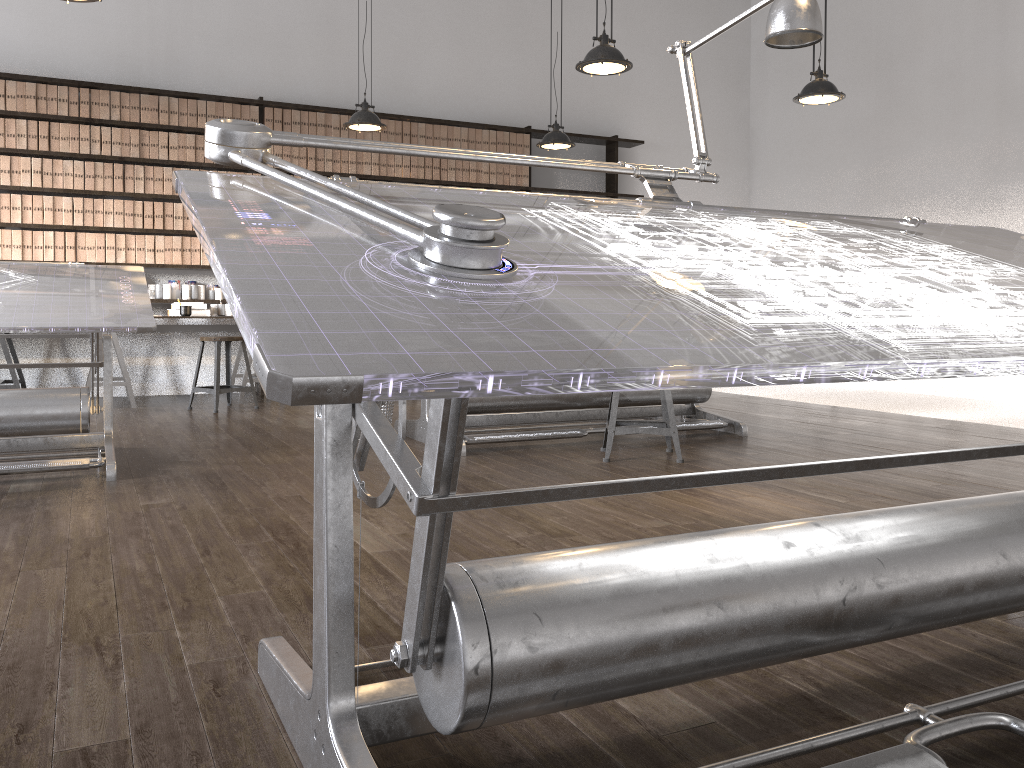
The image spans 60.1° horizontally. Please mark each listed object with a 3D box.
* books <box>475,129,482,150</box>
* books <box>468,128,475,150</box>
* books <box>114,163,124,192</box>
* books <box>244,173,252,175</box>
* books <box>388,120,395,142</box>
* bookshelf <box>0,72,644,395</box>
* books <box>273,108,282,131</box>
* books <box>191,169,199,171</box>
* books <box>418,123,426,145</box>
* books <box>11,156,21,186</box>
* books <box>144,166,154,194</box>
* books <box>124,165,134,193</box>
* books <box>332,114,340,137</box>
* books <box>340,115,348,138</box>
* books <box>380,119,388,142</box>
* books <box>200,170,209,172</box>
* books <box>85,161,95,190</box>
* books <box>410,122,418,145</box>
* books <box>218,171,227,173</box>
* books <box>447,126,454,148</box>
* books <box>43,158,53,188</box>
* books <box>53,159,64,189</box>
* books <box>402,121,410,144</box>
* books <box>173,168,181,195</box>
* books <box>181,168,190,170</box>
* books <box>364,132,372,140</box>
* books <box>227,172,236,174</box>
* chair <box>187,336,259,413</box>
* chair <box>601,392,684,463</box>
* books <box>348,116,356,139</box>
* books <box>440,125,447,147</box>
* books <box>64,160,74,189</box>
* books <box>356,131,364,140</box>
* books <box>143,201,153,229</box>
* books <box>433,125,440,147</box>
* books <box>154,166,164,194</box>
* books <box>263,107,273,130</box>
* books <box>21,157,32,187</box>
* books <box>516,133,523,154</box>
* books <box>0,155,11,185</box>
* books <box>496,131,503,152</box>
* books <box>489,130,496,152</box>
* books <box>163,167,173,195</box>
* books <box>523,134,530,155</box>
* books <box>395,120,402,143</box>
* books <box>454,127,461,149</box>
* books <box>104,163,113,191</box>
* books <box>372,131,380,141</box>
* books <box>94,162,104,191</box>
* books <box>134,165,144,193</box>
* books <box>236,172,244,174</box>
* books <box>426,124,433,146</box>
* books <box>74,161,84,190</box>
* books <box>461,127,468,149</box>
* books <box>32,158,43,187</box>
[{"bbox_3d":[-0.344,-2.235,8.213,0.067,0.225,0.175,-1,3,-26],"label":"books"},{"bbox_3d":[-0.406,-2.233,8.181,0.067,0.225,0.175,-1,3,-26],"label":"books"},{"bbox_3d":[-3.069,-1.592,6.908,0.067,0.225,0.175,-1,3,-26],"label":"books"},{"bbox_3d":[-2.197,-1.622,7.332,0.067,0.225,0.175,-1,3,-26],"label":"books"},{"bbox_3d":[-1.097,-2.210,7.847,0.067,0.225,0.175,-1,3,-26],"label":"books"},{"bbox_3d":[-2.889,-0.764,7.115,9.179,3.203,0.374,-2,2,-26],"label":"bookshelf"},{"bbox_3d":[-1.974,-2.180,7.421,0.067,0.225,0.175,-1,3,-26],"label":"books"},{"bbox_3d":[-2.567,-1.609,7.150,0.067,0.225,0.175,-1,3,-26],"label":"books"},{"bbox_3d":[-0.838,-2.218,7.969,0.067,0.225,0.175,-1,3,-26],"label":"books"},{"bbox_3d":[-3.695,-1.572,6.611,0.067,0.225,0.175,-1,3,-26],"label":"books"},{"bbox_3d":[-2.876,-1.599,7.007,0.067,0.225,0.175,-1,3,-26],"label":"books"},{"bbox_3d":[-3.004,-1.595,6.946,0.067,0.225,0.175,-1,3,-26],"label":"books"},{"bbox_3d":[-1.538,-2.195,7.633,0.067,0.225,0.175,-1,3,-26],"label":"books"},{"bbox_3d":[-1.472,-2.197,7.663,0.067,0.225,0.175,-1,3,-26],"label":"books"},{"bbox_3d":[-1.152,-2.207,7.816,0.067,0.225,0.175,-1,3,-26],"label":"books"},{"bbox_3d":[-2.505,-1.612,7.184,0.067,0.225,0.175,-1,3,-26],"label":"books"},{"bbox_3d":[-3.252,-1.586,6.819,0.067,0.225,0.175,-1,3,-26],"label":"books"},{"bbox_3d":[-0.904,-2.216,7.942,0.067,0.225,0.175,-1,3,-26],"label":"books"},{"bbox_3d":[-2.379,-1.616,7.243,0.067,0.225,0.175,-1,3,-26],"label":"books"},{"bbox_3d":[-0.591,-2.227,8.091,0.067,0.225,0.175,-1,3,-26],"label":"books"},{"bbox_3d":[-3.510,-1.578,6.701,0.067,0.225,0.175,-1,3,-26],"label":"books"},{"bbox_3d":[-3.448,-1.580,6.733,0.067,0.225,0.175,-1,3,-26],"label":"books"},{"bbox_3d":[-0.970,-2.214,7.905,0.067,0.225,0.175,-1,3,-26],"label":"books"},{"bbox_3d":[-2.691,-1.605,7.095,0.067,0.225,0.175,-1,3,-26],"label":"books"},{"bbox_3d":[-2.633,-1.607,7.121,0.067,0.225,0.175,-1,3,-26],"label":"books"},{"bbox_3d":[-1.284,-2.203,7.756,0.067,0.225,0.175,-1,3,-26],"label":"books"},{"bbox_3d":[-2.312,-1.618,7.271,0.067,0.225,0.175,-1,3,-26],"label":"books"},{"bbox_3d":[-2.066,-0.075,6.331,0.358,0.527,0.372,2,3,38],"label":"chair"},{"bbox_3d":[0.614,0.095,4.241,0.371,0.527,0.359,0,2,3],"label":"chair"},{"bbox_3d":[-1.410,-2.199,7.697,0.067,0.225,0.175,-1,3,-26],"label":"books"},{"bbox_3d":[-0.649,-2.224,8.058,0.067,0.225,0.175,-1,3,-26],"label":"books"},{"bbox_3d":[-3.383,-1.582,6.760,0.067,0.225,0.175,-1,3,-26],"label":"books"},{"bbox_3d":[-1.348,-2.202,7.729,0.067,0.225,0.175,-1,3,-26],"label":"books"},{"bbox_3d":[-2.882,-1.322,7.012,0.067,0.225,0.175,-1,3,-26],"label":"books"},{"bbox_3d":[-0.712,-2.223,8.034,0.067,0.225,0.175,-1,3,-26],"label":"books"},{"bbox_3d":[-2.812,-1.601,7.038,0.067,0.225,0.175,-1,3,-26],"label":"books"},{"bbox_3d":[-2.043,-2.178,7.394,0.067,0.225,0.175,-1,3,-26],"label":"books"},{"bbox_3d":[-3.638,-1.574,6.637,0.067,0.225,0.175,-1,3,-26],"label":"books"},{"bbox_3d":[0.037,-2.248,8.396,0.067,0.225,0.175,-1,3,-26],"label":"books"},{"bbox_3d":[-3.753,-1.569,6.578,0.067,0.225,0.175,-1,3,-26],"label":"books"},{"bbox_3d":[-0.147,-2.241,8.299,0.067,0.225,0.175,-1,3,-26],"label":"books"},{"bbox_3d":[-0.212,-2.239,8.268,0.067,0.225,0.175,-1,3,-26],"label":"books"},{"bbox_3d":[-2.749,-1.603,7.062,0.067,0.225,0.175,-1,3,-26],"label":"books"},{"bbox_3d":[0.101,-2.250,8.423,0.067,0.225,0.175,-1,3,-26],"label":"books"},{"bbox_3d":[-1.039,-2.212,7.878,0.067,0.225,0.175,-1,3,-26],"label":"books"},{"bbox_3d":[-0.534,-2.228,8.117,0.067,0.225,0.175,-1,3,-26],"label":"books"},{"bbox_3d":[-3.138,-1.590,6.881,0.067,0.225,0.175,-1,3,-26],"label":"books"},{"bbox_3d":[-1.217,-2.205,7.784,0.067,0.225,0.175,-1,3,-26],"label":"books"},{"bbox_3d":[-3.196,-1.588,6.851,0.067,0.225,0.175,-1,3,-26],"label":"books"},{"bbox_3d":[-2.938,-1.597,6.973,0.067,0.225,0.175,-1,3,-26],"label":"books"},{"bbox_3d":[-2.252,-1.619,7.300,0.067,0.225,0.175,-1,3,-26],"label":"books"},{"bbox_3d":[-0.776,-2.221,8.003,0.067,0.225,0.175,-1,3,-26],"label":"books"},{"bbox_3d":[-3.317,-1.584,6.788,0.067,0.225,0.175,-1,3,-26],"label":"books"},{"bbox_3d":[-0.467,-2.230,8.147,0.067,0.225,0.175,-1,3,-26],"label":"books"},{"bbox_3d":[-3.572,-1.576,6.667,0.067,0.225,0.175,-1,3,-26],"label":"books"}]
